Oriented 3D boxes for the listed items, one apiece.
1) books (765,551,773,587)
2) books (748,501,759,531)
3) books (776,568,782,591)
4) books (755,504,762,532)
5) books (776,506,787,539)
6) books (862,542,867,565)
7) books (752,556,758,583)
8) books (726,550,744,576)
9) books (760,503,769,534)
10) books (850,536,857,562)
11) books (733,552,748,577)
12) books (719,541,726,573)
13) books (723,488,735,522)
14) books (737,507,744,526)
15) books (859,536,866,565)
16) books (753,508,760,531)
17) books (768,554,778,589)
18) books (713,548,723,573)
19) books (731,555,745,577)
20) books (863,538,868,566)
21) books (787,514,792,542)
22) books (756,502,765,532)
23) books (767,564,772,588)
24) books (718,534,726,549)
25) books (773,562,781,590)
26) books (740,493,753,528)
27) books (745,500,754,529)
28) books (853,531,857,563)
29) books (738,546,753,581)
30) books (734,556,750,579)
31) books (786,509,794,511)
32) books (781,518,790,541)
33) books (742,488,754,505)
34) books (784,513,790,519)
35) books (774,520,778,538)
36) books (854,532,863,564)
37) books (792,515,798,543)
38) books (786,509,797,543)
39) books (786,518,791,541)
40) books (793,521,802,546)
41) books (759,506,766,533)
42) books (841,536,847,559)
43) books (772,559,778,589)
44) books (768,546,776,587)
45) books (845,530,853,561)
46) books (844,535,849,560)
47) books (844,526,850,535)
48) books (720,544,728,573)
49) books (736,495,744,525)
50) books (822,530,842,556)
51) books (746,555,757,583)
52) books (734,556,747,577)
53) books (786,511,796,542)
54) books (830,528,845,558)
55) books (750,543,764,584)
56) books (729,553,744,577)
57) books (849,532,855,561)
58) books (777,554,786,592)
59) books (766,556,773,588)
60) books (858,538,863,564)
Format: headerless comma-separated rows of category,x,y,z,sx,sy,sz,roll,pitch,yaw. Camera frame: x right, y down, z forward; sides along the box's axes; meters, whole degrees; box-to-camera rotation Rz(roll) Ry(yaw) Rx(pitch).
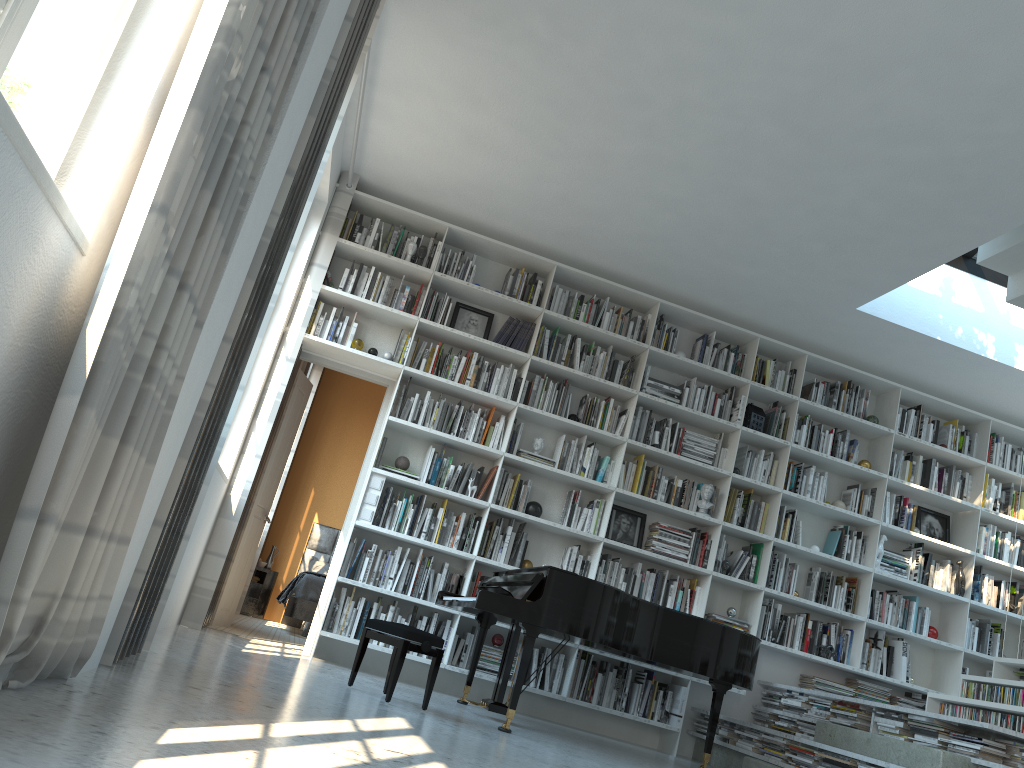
books,1.878,1.394,6.631,0.018,0.294,0.178,18,-16,-9
books,1.776,1.010,6.668,0.027,0.241,0.189,18,-16,-9
books,1.950,1.470,6.622,0.013,0.186,0.184,18,-16,-9
books,1.816,1.033,6.702,0.028,0.239,0.145,18,-16,-9
books,1.999,1.064,6.709,0.013,0.278,0.192,18,-16,-9
books,2.661,1.324,6.841,0.023,0.211,0.164,18,-16,-9
books,1.767,1.391,6.601,0.021,0.226,0.148,18,-16,-9
books,1.606,1.336,6.561,0.095,0.227,0.190,18,-16,-9
books,1.877,1.040,6.722,0.033,0.268,0.142,18,-16,-9
books,2.575,1.286,6.814,0.012,0.223,0.178,18,-16,-9
books,1.659,1.353,6.590,0.094,0.238,0.150,18,-16,-9
books,1.521,1.294,6.577,0.012,0.265,0.157,18,-16,-9
books,1.597,0.930,6.660,0.035,0.292,0.145,18,-16,-9
books,1.689,1.025,6.687,0.030,0.180,0.132,18,-16,-9
books,2.654,1.297,6.828,0.011,0.252,0.169,18,-16,-9
books,1.792,1.037,6.674,0.034,0.203,0.181,18,-16,-9
books,1.920,1.411,6.628,0.005,0.283,0.159,18,-16,-9
books,1.486,1.313,6.538,0.027,0.191,0.182,18,-16,-9
books,1.640,1.362,6.585,0.090,0.211,0.143,18,-16,-9
books,2.683,1.312,6.839,0.010,0.245,0.159,18,-16,-9
books,2.070,1.115,6.746,0.017,0.242,0.133,18,-16,-9
books,1.843,1.026,6.704,0.032,0.265,0.143,18,-16,-9
books,1.885,1.444,6.628,0.013,0.204,0.154,18,-16,-9
books,1.517,1.269,6.571,0.013,0.306,0.141,18,-16,-9
books,1.934,1.442,6.616,0.011,0.225,0.188,18,-16,-9
books,1.731,0.970,6.668,0.019,0.292,0.182,18,-16,-9
books,1.750,1.003,6.689,0.033,0.252,0.175,18,-16,-9
books,2.596,1.272,6.839,0.032,0.274,0.155,18,-16,-9
books,1.729,1.351,6.610,0.013,0.285,0.139,18,-16,-9
books,1.670,1.375,6.586,0.091,0.204,0.169,18,-16,-9
books,2.105,1.108,6.796,0.011,0.299,0.089,18,-16,-9
books,2.028,1.117,6.703,0.017,0.191,0.192,18,-16,-9
books,1.745,0.957,6.694,0.021,0.336,0.169,18,-16,-9
books,2.040,1.104,6.737,0.008,0.242,0.169,18,-16,-9
books,1.954,1.050,6.718,0.035,0.287,0.192,18,-16,-9
books,2.622,1.274,6.821,0.012,0.273,0.184,18,-16,-9
books,2.116,1.126,6.760,0.007,0.253,0.161,18,-16,-9
books,2.102,1.101,6.753,0.013,0.286,0.159,18,-16,-9
books,2.058,1.123,6.728,0.007,0.211,0.158,18,-16,-9
books,2.145,1.150,6.732,0.051,0.209,0.177,18,-16,-9
books,1.855,1.044,6.719,0.019,0.247,0.149,18,-16,-9
books,2.502,1.270,6.804,0.006,0.209,0.188,18,-16,-9
books,1.923,1.431,6.627,0.013,0.248,0.165,18,-16,-9
books,1.910,1.386,6.657,0.007,0.341,0.150,18,-16,-9
books,2.550,1.260,6.821,0.018,0.262,0.165,18,-16,-9
books,2.512,1.269,6.807,0.013,0.218,0.187,18,-16,-9
books,2.531,1.241,6.835,0.013,0.294,0.154,18,-16,-9
books,1.541,1.310,6.579,0.035,0.247,0.141,18,-16,-9
books,1.679,0.971,6.694,0.035,0.277,0.139,18,-16,-9
books,2.448,1.242,6.812,0.056,0.240,0.154,18,-16,-9
books,1.745,1.382,6.585,0.029,0.222,0.171,18,-16,-9
books,1.657,1.368,6.596,0.090,0.214,0.139,18,-16,-9
books,2.086,1.104,6.743,0.006,0.269,0.178,18,-16,-9
books,2.488,1.240,6.815,0.021,0.263,0.174,18,-16,-9
books,1.796,1.350,6.614,0.014,0.324,0.183,18,-16,-9
books,1.619,1.351,6.565,0.089,0.209,0.176,18,-16,-9
books,2.565,1.267,6.824,0.015,0.258,0.152,18,-16,-9
books,1.977,1.423,6.637,0.014,0.296,0.175,18,-16,-9
books,1.888,1.404,6.629,0.006,0.280,0.155,18,-16,-9
books,2.637,1.300,6.842,0.013,0.244,0.159,18,-16,-9
